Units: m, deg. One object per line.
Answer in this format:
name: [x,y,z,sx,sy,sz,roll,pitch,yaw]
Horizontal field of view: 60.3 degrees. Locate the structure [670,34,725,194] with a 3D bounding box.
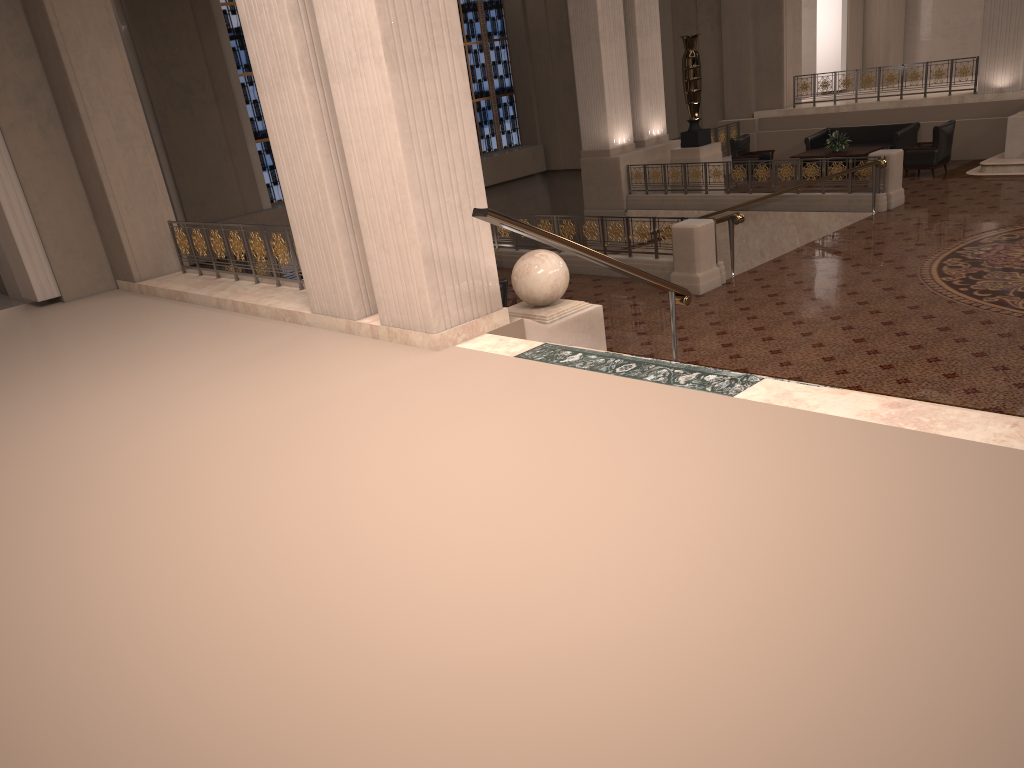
structure: [3.313,-4.791,16.005,0.682,2.911,0.688,-28,30,-36]

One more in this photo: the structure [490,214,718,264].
structure: [0.828,-2.104,12.417,0.077,0.561,4.856,-28,27,-37]

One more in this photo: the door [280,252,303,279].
door: [-4.747,-1.871,20.623,1.455,2.844,0.152,-26,30,-35]

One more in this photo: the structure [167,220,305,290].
structure: [-2.757,-1.364,9.250,0.031,0.652,3.635,-29,28,-37]

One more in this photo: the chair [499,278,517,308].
chair: [-0.280,-0.739,9.476,0.648,0.881,0.687,-5,23,9]

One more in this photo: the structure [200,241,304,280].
structure: [-3.400,-1.615,12.577,2.473,0.683,0.031,-25,29,-36]

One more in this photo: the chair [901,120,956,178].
chair: [7.258,-4.087,15.353,0.631,0.881,0.705,-27,29,-37]

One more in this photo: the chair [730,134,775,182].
chair: [4.801,-4.541,17.654,0.708,0.881,0.629,12,30,40]

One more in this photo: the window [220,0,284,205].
window: [-4.978,-6.962,19.458,2.914,5.593,0.068,-26,30,-35]

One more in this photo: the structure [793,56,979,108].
structure: [7.177,-5.867,17.246,0.031,0.652,3.635,-29,28,-37]

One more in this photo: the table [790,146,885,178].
table: [6.149,-4.182,16.705,0.818,0.455,1.452,-26,26,-38]

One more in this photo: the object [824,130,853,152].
object: [6.090,-4.559,16.512,0.500,0.393,0.505,-12,22,-7]

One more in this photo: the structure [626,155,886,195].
structure: [3.862,-3.480,14.859,4.860,0.561,0.077,12,31,44]

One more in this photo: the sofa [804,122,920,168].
sofa: [6.786,-4.607,17.180,0.853,0.738,1.892,-27,27,-38]

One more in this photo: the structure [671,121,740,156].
structure: [4.088,-5.009,18.603,2.473,0.683,0.031,-25,29,-36]

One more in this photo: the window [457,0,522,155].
window: [-1.193,-8.678,22.504,2.914,5.593,0.068,-26,30,-35]
